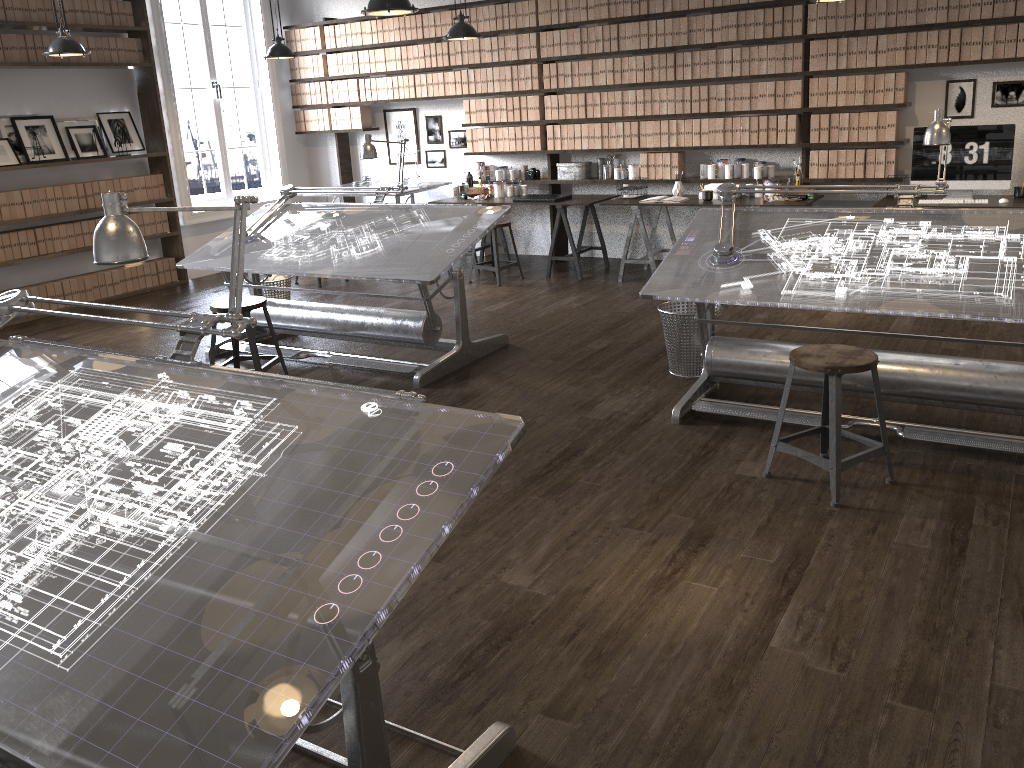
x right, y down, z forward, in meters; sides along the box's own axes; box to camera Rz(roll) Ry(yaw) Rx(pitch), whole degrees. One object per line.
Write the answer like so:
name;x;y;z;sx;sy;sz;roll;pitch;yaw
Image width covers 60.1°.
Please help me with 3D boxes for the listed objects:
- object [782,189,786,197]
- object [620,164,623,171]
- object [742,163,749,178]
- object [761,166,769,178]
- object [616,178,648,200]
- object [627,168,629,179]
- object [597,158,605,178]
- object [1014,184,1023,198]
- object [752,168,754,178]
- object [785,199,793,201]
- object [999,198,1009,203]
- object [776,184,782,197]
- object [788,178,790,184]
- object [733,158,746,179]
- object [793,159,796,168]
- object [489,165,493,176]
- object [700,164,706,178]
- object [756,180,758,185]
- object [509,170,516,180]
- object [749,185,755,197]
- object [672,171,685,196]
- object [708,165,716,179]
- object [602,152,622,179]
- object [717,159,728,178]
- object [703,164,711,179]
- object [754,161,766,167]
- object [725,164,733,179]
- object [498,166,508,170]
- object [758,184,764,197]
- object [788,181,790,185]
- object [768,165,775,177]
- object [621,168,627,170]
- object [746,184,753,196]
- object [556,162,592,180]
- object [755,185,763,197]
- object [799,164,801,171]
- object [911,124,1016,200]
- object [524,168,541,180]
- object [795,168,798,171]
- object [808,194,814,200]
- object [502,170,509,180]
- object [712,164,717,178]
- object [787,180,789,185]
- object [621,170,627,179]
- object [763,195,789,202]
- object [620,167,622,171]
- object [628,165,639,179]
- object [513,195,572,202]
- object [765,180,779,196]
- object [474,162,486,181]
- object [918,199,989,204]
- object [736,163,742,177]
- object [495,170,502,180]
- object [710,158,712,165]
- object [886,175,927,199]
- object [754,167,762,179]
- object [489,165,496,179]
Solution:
object;2.170;-1.529;7.053;0.060;0.087;0.060;8;19;35
object;0.993;-1.907;7.939;0.041;0.123;0.008;2;16;20
object;1.952;-1.784;7.411;0.062;0.118;0.062;-3;16;0
object;2.085;-1.748;7.308;0.063;0.093;0.064;-11;18;-25
object;1.040;-1.690;7.653;0.204;0.159;0.287;7;20;30
object;1.054;-1.895;7.966;0.045;0.100;0.045;7;19;33
object;0.824;-1.992;8.183;0.079;0.186;0.080;-1;16;10
object;3.602;-1.386;6.260;0.096;0.140;0.093;0;16;11
object;2.027;-1.754;7.372;0.054;0.080;0.055;3;17;21
object;2.138;-1.420;6.825;0.157;0.006;0.006;-17;21;-36
object;3.366;-1.255;6.063;0.059;0.028;0.107;6;20;27
object;2.115;-1.525;7.010;0.050;0.110;0.049;7;19;34
object;2.188;-1.557;7.028;0.033;0.146;0.005;6;18;30
object;1.906;-1.816;7.470;0.094;0.160;0.207;7;19;32
object;2.228;-1.655;6.947;0.055;0.211;0.007;8;19;37
object;-0.200;-2.101;8.775;0.072;0.127;0.072;-7;16;-11
object;1.649;-1.829;7.612;0.062;0.118;0.062;-8;16;-17
object;2.017;-1.611;7.251;0.036;0.116;0.005;8;19;36
object;0.004;-2.019;8.552;0.062;0.093;0.062;1;17;17
object;1.966;-1.573;7.209;0.063;0.092;0.063;-8;17;-17
object;1.420;-1.708;7.561;0.101;0.206;0.102;-7;16;-13
object;1.689;-1.791;7.485;0.062;0.118;0.062;-6;16;-8
object;0.903;-2.000;8.035;0.181;0.268;0.158;1;16;15
object;1.789;-1.827;7.527;0.095;0.160;0.095;5;18;27
object;1.665;-1.810;7.549;0.063;0.116;0.063;-8;16;-17
object;2.082;-1.799;7.428;0.094;0.128;0.096;2;17;18
object;1.815;-1.776;7.414;0.062;0.118;0.062;-3;16;0
object;-0.083;-2.069;8.684;0.094;0.126;0.096;-12;18;-27
object;2.022;-1.573;7.196;0.045;0.100;0.045;6;18;31
object;2.190;-1.560;7.047;0.041;0.123;0.005;5;17;27
object;2.146;-1.762;7.341;0.062;0.094;0.062;-11;18;-25
object;1.019;-1.907;8.011;0.062;0.092;0.064;-5;16;-6
object;1.950;-1.593;7.272;0.062;0.093;0.062;-8;17;-17
object;0.579;-1.982;8.233;0.318;0.150;0.195;7;19;30
object;1.990;-1.555;7.144;0.062;0.093;0.062;-6;16;-8
object;2.244;-1.641;6.939;0.008;0.184;0.072;-8;16;-15
object;3.221;-1.588;6.347;0.645;0.511;0.206;7;18;31
object;0.185;-1.999;8.429;0.171;0.107;0.092;7;19;30
object;2.234;-1.628;6.943;0.038;0.151;0.008;-6;15;-9
object;2.307;-1.444;6.833;0.049;0.037;0.049;8;20;34
object;-0.061;-2.019;8.566;0.062;0.092;0.064;1;17;17
object;1.721;-1.810;7.536;0.045;0.126;0.045;6;18;31
object;2.178;-1.557;7.028;0.040;0.128;0.005;5;17;29
object;1.047;-1.894;7.976;0.062;0.092;0.182;12;23;43
object;2.055;-1.449;6.886;0.197;0.050;0.134;-3;17;2
object;0.986;-1.890;7.924;0.035;0.101;0.004;4;17;27
object;1.088;-1.890;7.904;0.095;0.126;0.095;9;20;37
object;0.272;-1.653;7.888;0.447;0.033;0.315;7;20;30
object;2.077;-1.557;7.073;0.105;0.140;0.105;9;20;38
object;-0.314;-2.084;8.685;0.107;0.174;0.109;7;19;32
object;3.093;-1.278;6.211;0.439;0.017;0.120;5;20;26
object;1.911;-1.796;7.457;0.045;0.126;0.044;-16;20;-39
object;-0.128;-2.023;8.589;0.062;0.093;0.062;1;17;17
object;1.716;-1.853;7.594;0.041;0.166;0.009;7;18;34
object;2.955;-1.477;6.624;0.284;0.159;0.206;4;18;23
object;2.023;-1.737;7.285;0.062;0.094;0.062;-11;18;-25
object;-0.186;-2.078;8.698;0.070;0.129;0.071;-9;17;-19
